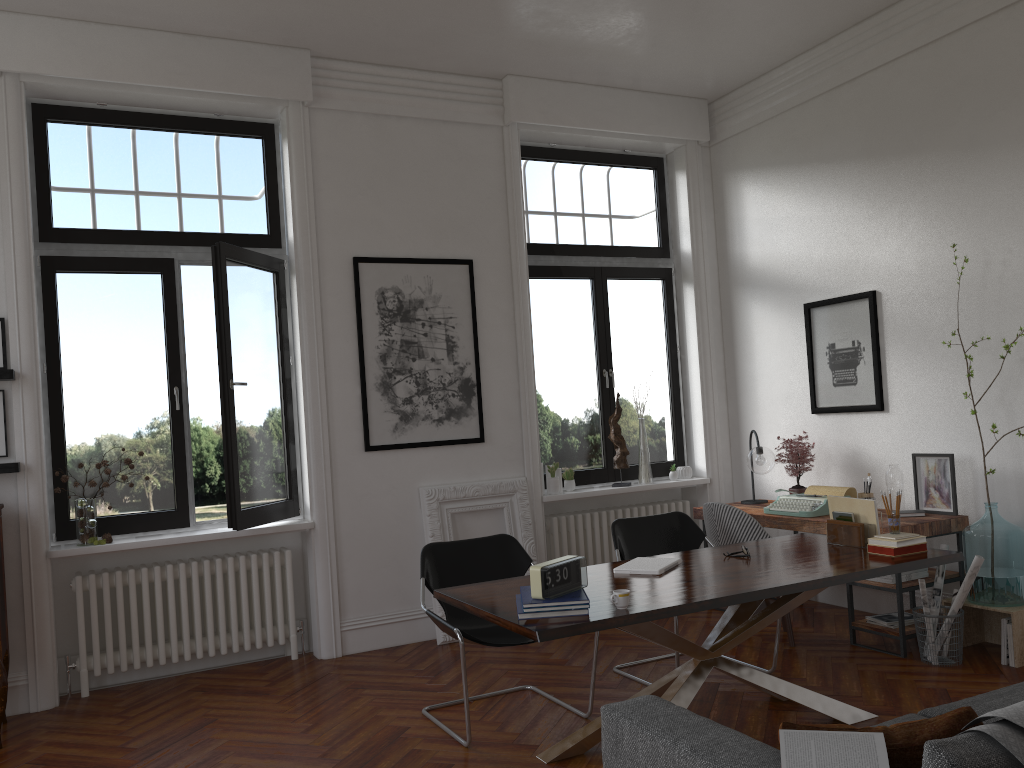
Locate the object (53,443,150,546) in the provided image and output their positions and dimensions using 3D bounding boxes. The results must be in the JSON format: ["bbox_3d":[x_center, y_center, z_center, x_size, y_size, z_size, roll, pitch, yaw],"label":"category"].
[{"bbox_3d":[-2.475,0.668,5.438,0.317,0.599,0.541,-4,-2,35],"label":"object"}]

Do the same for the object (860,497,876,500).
[{"bbox_3d":[2.259,0.774,5.621,0.093,0.101,0.093,-3,-2,-35],"label":"object"}]

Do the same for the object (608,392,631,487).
[{"bbox_3d":[0.842,0.437,7.017,0.165,0.753,0.143,-4,-1,16],"label":"object"}]

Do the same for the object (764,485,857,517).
[{"bbox_3d":[1.961,0.777,5.944,0.484,0.149,0.535,-3,-2,-28],"label":"object"}]

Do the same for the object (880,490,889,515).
[{"bbox_3d":[1.804,0.608,4.266,0.049,0.193,0.008,-4,-1,33],"label":"object"}]

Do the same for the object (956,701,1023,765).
[{"bbox_3d":[1.379,0.885,1.947,0.752,0.387,0.400,-3,-2,-26],"label":"object"}]

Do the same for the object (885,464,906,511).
[{"bbox_3d":[2.428,0.662,5.613,0.111,0.302,0.111,-4,-1,10],"label":"object"}]

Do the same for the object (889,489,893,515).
[{"bbox_3d":[1.830,0.604,4.278,0.008,0.195,0.032,-4,-1,18],"label":"object"}]

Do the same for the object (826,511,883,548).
[{"bbox_3d":[1.733,0.728,4.492,0.149,0.166,0.228,-3,-2,-26],"label":"object"}]

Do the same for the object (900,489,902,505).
[{"bbox_3d":[1.856,0.603,4.253,0.044,0.194,0.008,-4,-1,4],"label":"object"}]

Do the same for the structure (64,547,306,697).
[{"bbox_3d":[-2.063,1.518,5.681,1.452,0.778,0.225,-3,-1,-26],"label":"structure"}]

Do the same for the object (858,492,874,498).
[{"bbox_3d":[2.323,0.772,5.814,0.058,0.113,0.075,-3,-1,-26],"label":"object"}]

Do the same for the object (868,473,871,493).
[{"bbox_3d":[2.346,0.705,5.825,0.028,0.239,0.023,-3,-1,-29],"label":"object"}]

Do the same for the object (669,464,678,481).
[{"bbox_3d":[1.315,0.720,7.227,0.072,0.134,0.072,-4,-1,-1],"label":"object"}]

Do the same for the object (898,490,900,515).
[{"bbox_3d":[1.845,0.602,4.230,0.008,0.195,0.037,-3,-1,-14],"label":"object"}]

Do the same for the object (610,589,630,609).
[{"bbox_3d":[0.411,0.824,3.384,0.082,0.065,0.064,-4,-1,-6],"label":"object"}]

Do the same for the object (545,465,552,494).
[{"bbox_3d":[0.287,0.730,6.771,0.051,0.213,0.051,-4,-1,9],"label":"object"}]

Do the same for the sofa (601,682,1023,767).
[{"bbox_3d":[1.718,1.128,2.645,2.643,0.828,1.263,-3,-2,-26],"label":"sofa"}]

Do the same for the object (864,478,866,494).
[{"bbox_3d":[2.322,0.723,5.833,0.008,0.207,0.054,-4,-1,29],"label":"object"}]

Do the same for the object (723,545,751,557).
[{"bbox_3d":[1.119,0.824,4.370,0.133,0.047,0.114,-5,-2,27],"label":"object"}]

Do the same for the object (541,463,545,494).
[{"bbox_3d":[0.218,0.721,6.760,0.051,0.238,0.051,-4,-1,9],"label":"object"}]

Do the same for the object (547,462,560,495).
[{"bbox_3d":[0.311,0.710,6.688,0.098,0.244,0.102,-5,-1,41],"label":"object"}]

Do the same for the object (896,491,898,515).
[{"bbox_3d":[1.833,0.605,4.223,0.008,0.193,0.049,-4,-1,-3],"label":"object"}]

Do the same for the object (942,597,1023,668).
[{"bbox_3d":[2.737,1.380,4.991,0.341,0.316,0.435,-3,-2,-26],"label":"object"}]

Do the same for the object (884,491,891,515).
[{"bbox_3d":[1.803,0.607,4.239,0.049,0.193,0.008,-3,-1,-22],"label":"object"}]

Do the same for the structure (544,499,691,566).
[{"bbox_3d":[0.868,1.383,7.126,1.452,0.778,0.225,-3,-1,-26],"label":"structure"}]

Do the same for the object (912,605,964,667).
[{"bbox_3d":[2.373,1.408,4.918,0.261,0.304,0.261,-4,-2,28],"label":"object"}]

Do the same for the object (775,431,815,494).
[{"bbox_3d":[2.038,0.600,6.366,0.290,0.528,0.308,-4,-1,19],"label":"object"}]

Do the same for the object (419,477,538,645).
[{"bbox_3d":[-0.196,1.224,6.243,0.829,1.062,0.234,-3,-1,-26],"label":"object"}]

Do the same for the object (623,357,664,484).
[{"bbox_3d":[1.093,0.274,7.119,0.295,1.053,0.290,-3,-1,-23],"label":"object"}]

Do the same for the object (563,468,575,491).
[{"bbox_3d":[0.447,0.737,6.878,0.097,0.185,0.099,-4,-1,-3],"label":"object"}]

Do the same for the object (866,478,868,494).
[{"bbox_3d":[2.335,0.723,5.835,0.054,0.207,0.008,-3,-1,-39],"label":"object"}]

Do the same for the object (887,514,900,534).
[{"bbox_3d":[1.833,0.672,4.250,0.058,0.091,0.058,-3,-2,-39],"label":"object"}]

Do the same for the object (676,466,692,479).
[{"bbox_3d":[1.433,0.736,7.378,0.132,0.097,0.134,-5,-2,34],"label":"object"}]

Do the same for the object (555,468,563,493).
[{"bbox_3d":[0.357,0.738,6.779,0.051,0.188,0.051,-4,-1,9],"label":"object"}]

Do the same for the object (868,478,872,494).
[{"bbox_3d":[2.342,0.721,5.812,0.008,0.207,0.054,-3,-1,-43],"label":"object"}]

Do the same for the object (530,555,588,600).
[{"bbox_3d":[0.186,0.752,3.456,0.082,0.125,0.275,-5,-2,37],"label":"object"}]

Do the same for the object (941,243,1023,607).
[{"bbox_3d":[2.802,0.185,4.888,0.808,2.057,0.353,-5,-1,45],"label":"object"}]
